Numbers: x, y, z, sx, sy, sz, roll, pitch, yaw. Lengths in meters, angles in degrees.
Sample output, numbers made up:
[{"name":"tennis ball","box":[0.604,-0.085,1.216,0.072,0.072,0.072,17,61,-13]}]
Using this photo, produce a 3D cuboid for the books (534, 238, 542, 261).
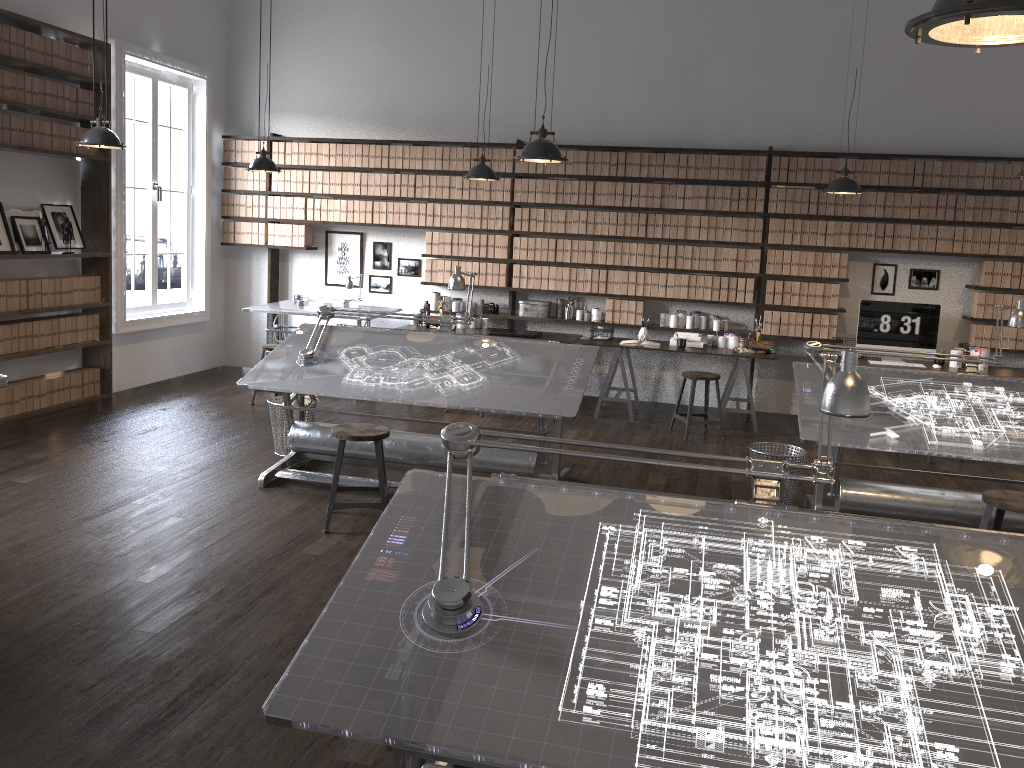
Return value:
[{"name":"books","box":[0.267,-1.295,8.548,0.067,0.224,0.175,5,8,13]}]

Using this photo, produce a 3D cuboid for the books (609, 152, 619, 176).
[{"name":"books","box":[0.961,-2.053,8.300,0.067,0.224,0.175,5,8,13]}]

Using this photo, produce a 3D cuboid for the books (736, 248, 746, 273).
[{"name":"books","box":[2.100,-1.129,8.127,0.067,0.224,0.175,5,8,13]}]

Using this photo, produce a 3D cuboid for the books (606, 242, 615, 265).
[{"name":"books","box":[0.944,-1.233,8.389,0.067,0.224,0.175,5,8,13]}]

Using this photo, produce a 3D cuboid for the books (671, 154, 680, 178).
[{"name":"books","box":[1.508,-2.002,8.167,0.067,0.224,0.175,5,8,13]}]

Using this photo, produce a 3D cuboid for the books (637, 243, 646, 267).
[{"name":"books","box":[1.218,-1.208,8.325,0.067,0.224,0.175,5,8,13]}]

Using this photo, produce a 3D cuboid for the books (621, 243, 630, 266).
[{"name":"books","box":[1.081,-1.222,8.363,0.067,0.224,0.175,5,8,13]}]

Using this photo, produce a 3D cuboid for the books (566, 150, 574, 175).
[{"name":"books","box":[0.562,-2.089,8.388,0.067,0.224,0.175,5,8,13]}]

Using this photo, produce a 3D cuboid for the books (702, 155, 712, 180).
[{"name":"books","box":[1.786,-1.978,8.109,0.067,0.224,0.175,5,8,13]}]

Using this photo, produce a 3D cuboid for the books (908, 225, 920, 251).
[{"name":"books","box":[3.517,-1.281,7.768,0.067,0.224,0.175,5,8,13]}]

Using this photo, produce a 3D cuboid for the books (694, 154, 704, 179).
[{"name":"books","box":[1.718,-1.985,8.126,0.067,0.224,0.175,5,8,13]}]

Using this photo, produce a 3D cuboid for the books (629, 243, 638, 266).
[{"name":"books","box":[1.148,-1.215,8.344,0.067,0.224,0.175,5,8,13]}]

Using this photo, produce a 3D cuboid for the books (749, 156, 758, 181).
[{"name":"books","box":[2.185,-1.942,8.018,0.067,0.224,0.175,5,8,13]}]

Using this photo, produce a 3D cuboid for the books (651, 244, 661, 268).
[{"name":"books","box":[1.350,-1.197,8.298,0.067,0.224,0.175,5,8,13]}]

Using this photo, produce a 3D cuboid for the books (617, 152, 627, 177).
[{"name":"books","box":[1.033,-2.046,8.278,0.067,0.224,0.175,5,8,13]}]

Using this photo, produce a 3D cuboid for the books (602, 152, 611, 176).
[{"name":"books","box":[0.891,-2.059,8.311,0.067,0.224,0.175,5,8,13]}]

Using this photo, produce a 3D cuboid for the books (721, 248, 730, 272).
[{"name":"books","box":[1.967,-1.141,8.156,0.067,0.224,0.175,5,8,13]}]

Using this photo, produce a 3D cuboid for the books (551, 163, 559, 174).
[{"name":"books","box":[0.424,-2.102,8.422,0.067,0.224,0.175,5,8,13]}]

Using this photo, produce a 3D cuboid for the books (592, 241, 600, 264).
[{"name":"books","box":[0.813,-1.245,8.423,0.067,0.224,0.175,5,8,13]}]

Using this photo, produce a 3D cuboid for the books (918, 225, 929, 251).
[{"name":"books","box":[3.586,-1.275,7.757,0.067,0.224,0.175,5,8,13]}]

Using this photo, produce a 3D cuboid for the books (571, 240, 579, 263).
[{"name":"books","box":[0.614,-1.264,8.470,0.067,0.224,0.175,5,8,13]}]

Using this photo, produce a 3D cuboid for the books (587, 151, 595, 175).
[{"name":"books","box":[0.754,-2.072,8.347,0.067,0.224,0.175,5,8,13]}]

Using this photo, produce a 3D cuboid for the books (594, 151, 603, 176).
[{"name":"books","box":[0.823,-2.066,8.331,0.067,0.224,0.175,5,8,13]}]

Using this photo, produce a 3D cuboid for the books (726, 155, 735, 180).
[{"name":"books","box":[1.986,-1.960,8.063,0.067,0.224,0.175,5,8,13]}]

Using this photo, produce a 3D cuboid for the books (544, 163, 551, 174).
[{"name":"books","box":[0.356,-2.108,8.440,0.067,0.224,0.175,5,8,13]}]

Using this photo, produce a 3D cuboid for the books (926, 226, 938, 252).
[{"name":"books","box":[3.653,-1.269,7.739,0.067,0.224,0.175,5,8,13]}]

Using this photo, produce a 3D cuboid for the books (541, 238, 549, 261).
[{"name":"books","box":[0.331,-1.289,8.535,0.067,0.224,0.175,5,8,13]}]

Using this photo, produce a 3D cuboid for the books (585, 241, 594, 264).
[{"name":"books","box":[0.747,-1.250,8.433,0.067,0.224,0.175,5,8,13]}]

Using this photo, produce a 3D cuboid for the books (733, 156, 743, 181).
[{"name":"books","box":[2.049,-1.953,8.043,0.067,0.224,0.175,5,8,13]}]

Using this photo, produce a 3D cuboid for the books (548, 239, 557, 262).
[{"name":"books","box":[0.402,-1.282,8.513,0.067,0.224,0.175,5,8,13]}]

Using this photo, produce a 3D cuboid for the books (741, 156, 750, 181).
[{"name":"books","box":[2.116,-1.949,8.034,0.067,0.224,0.175,5,8,13]}]

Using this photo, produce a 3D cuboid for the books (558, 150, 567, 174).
[{"name":"books","box":[0.491,-2.095,8.403,0.067,0.224,0.175,5,8,13]}]

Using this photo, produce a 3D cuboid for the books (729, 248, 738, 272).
[{"name":"books","box":[2.031,-1.135,8.139,0.067,0.224,0.175,5,8,13]}]

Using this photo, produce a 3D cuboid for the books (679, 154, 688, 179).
[{"name":"books","box":[1.579,-1.996,8.151,0.067,0.224,0.175,5,8,13]}]

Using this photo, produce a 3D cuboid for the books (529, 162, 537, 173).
[{"name":"books","box":[0.216,-2.119,8.464,0.067,0.224,0.175,5,8,13]}]

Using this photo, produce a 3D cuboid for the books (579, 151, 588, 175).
[{"name":"books","box":[0.687,-2.077,8.357,0.067,0.224,0.175,5,8,13]}]

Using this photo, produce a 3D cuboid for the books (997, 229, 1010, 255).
[{"name":"books","box":[4.202,-1.219,7.611,0.067,0.224,0.175,5,8,13]}]

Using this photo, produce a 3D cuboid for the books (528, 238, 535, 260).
[{"name":"books","box":[0.204,-1.299,8.558,0.067,0.224,0.175,5,8,13]}]

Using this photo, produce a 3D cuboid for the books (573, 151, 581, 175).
[{"name":"books","box":[0.623,-2.083,8.376,0.067,0.224,0.175,5,8,13]}]

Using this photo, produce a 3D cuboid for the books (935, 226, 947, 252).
[{"name":"books","box":[3.725,-1.262,7.721,0.067,0.224,0.175,5,8,13]}]

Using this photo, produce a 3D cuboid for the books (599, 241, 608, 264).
[{"name":"books","box":[0.874,-1.240,8.407,0.067,0.224,0.175,5,8,13]}]

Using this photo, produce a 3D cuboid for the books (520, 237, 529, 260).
[{"name":"books","box":[0.134,-1.306,8.574,0.067,0.224,0.175,5,8,13]}]

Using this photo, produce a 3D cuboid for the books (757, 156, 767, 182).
[{"name":"books","box":[2.253,-1.935,7.998,0.067,0.224,0.175,5,8,13]}]

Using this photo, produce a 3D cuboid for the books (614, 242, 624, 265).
[{"name":"books","box":[1.013,-1.227,8.377,0.067,0.224,0.175,5,8,13]}]

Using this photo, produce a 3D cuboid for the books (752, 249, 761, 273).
[{"name":"books","box":[2.230,-1.116,8.092,0.067,0.224,0.175,5,8,13]}]

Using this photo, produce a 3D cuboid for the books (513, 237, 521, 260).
[{"name":"books","box":[0.065,-1.313,8.593,0.067,0.224,0.175,5,8,13]}]

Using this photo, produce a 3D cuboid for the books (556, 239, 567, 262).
[{"name":"books","box":[0.476,-1.276,8.502,0.067,0.224,0.175,5,8,13]}]

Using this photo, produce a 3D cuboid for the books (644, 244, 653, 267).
[{"name":"books","box":[1.288,-1.201,8.308,0.067,0.224,0.175,5,8,13]}]

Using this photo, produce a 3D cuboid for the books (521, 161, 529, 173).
[{"name":"books","box":[0.146,-2.126,8.481,0.067,0.224,0.175,5,8,13]}]

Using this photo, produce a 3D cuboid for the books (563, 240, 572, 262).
[{"name":"books","box":[0.544,-1.269,8.482,0.067,0.224,0.175,5,8,13]}]

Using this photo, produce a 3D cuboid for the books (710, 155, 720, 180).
[{"name":"books","box":[1.853,-1.972,8.090,0.067,0.224,0.175,5,8,13]}]

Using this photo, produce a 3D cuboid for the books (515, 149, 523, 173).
[{"name":"books","box":[0.086,-2.132,8.499,0.067,0.224,0.175,5,8,13]}]

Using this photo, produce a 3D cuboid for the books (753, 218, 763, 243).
[{"name":"books","box":[2.243,-1.390,8.064,0.067,0.224,0.175,5,8,13]}]

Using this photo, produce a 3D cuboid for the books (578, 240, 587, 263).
[{"name":"books","box":[0.683,-1.257,8.454,0.067,0.224,0.175,5,8,13]}]

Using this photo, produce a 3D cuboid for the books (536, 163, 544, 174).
[{"name":"books","box":[0.288,-2.113,8.452,0.067,0.224,0.175,5,8,13]}]

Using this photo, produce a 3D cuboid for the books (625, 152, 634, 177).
[{"name":"books","box":[1.106,-2.040,8.267,0.067,0.224,0.175,5,8,13]}]

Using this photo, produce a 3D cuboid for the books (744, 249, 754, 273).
[{"name":"books","box":[2.169,-1.123,8.113,0.067,0.224,0.175,5,8,13]}]
